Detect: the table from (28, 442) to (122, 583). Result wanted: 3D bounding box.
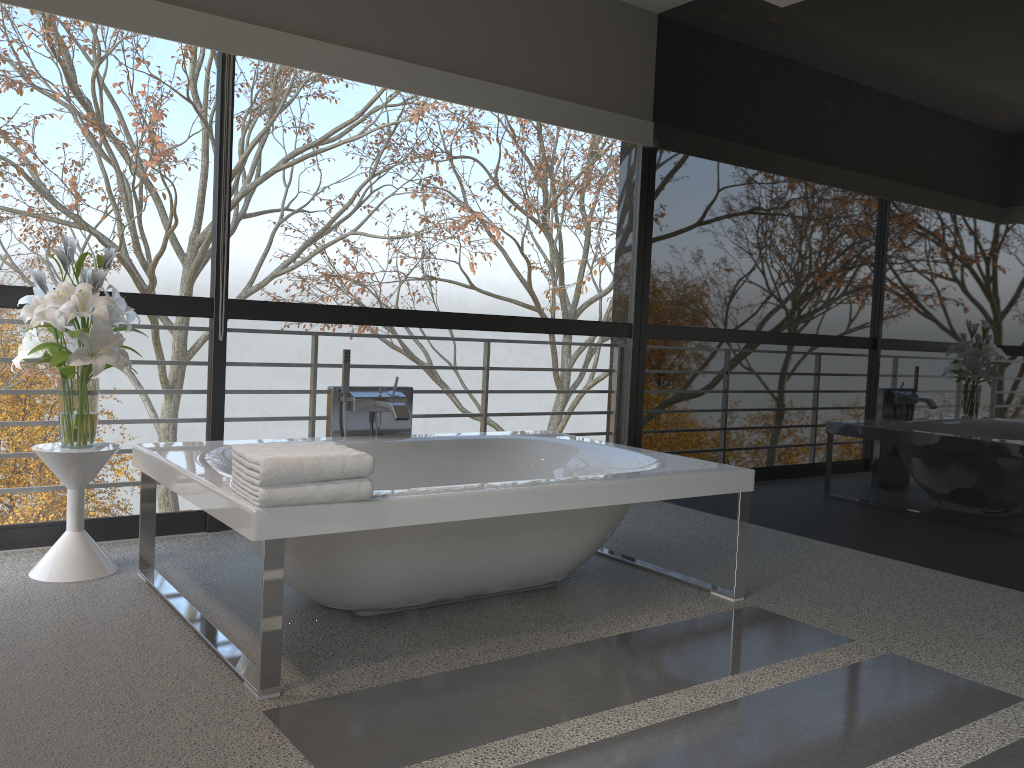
[{"bbox_3d":[-1.657,0.475,3.368,0.308,0.478,0.307,5,4,38],"label":"table"}]

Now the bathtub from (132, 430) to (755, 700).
[{"bbox_3d":[-0.258,0.526,3.376,1.958,0.504,1.328,0,4,-36],"label":"bathtub"}]

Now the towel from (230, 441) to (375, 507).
[{"bbox_3d":[-0.582,0.251,2.464,0.322,0.145,0.305,1,4,-33],"label":"towel"}]

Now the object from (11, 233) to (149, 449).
[{"bbox_3d":[-1.635,-0.160,3.326,0.450,0.795,0.460,2,3,-8],"label":"object"}]

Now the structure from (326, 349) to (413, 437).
[{"bbox_3d":[-0.565,0.298,3.884,0.402,0.884,0.330,1,3,-36],"label":"structure"}]
